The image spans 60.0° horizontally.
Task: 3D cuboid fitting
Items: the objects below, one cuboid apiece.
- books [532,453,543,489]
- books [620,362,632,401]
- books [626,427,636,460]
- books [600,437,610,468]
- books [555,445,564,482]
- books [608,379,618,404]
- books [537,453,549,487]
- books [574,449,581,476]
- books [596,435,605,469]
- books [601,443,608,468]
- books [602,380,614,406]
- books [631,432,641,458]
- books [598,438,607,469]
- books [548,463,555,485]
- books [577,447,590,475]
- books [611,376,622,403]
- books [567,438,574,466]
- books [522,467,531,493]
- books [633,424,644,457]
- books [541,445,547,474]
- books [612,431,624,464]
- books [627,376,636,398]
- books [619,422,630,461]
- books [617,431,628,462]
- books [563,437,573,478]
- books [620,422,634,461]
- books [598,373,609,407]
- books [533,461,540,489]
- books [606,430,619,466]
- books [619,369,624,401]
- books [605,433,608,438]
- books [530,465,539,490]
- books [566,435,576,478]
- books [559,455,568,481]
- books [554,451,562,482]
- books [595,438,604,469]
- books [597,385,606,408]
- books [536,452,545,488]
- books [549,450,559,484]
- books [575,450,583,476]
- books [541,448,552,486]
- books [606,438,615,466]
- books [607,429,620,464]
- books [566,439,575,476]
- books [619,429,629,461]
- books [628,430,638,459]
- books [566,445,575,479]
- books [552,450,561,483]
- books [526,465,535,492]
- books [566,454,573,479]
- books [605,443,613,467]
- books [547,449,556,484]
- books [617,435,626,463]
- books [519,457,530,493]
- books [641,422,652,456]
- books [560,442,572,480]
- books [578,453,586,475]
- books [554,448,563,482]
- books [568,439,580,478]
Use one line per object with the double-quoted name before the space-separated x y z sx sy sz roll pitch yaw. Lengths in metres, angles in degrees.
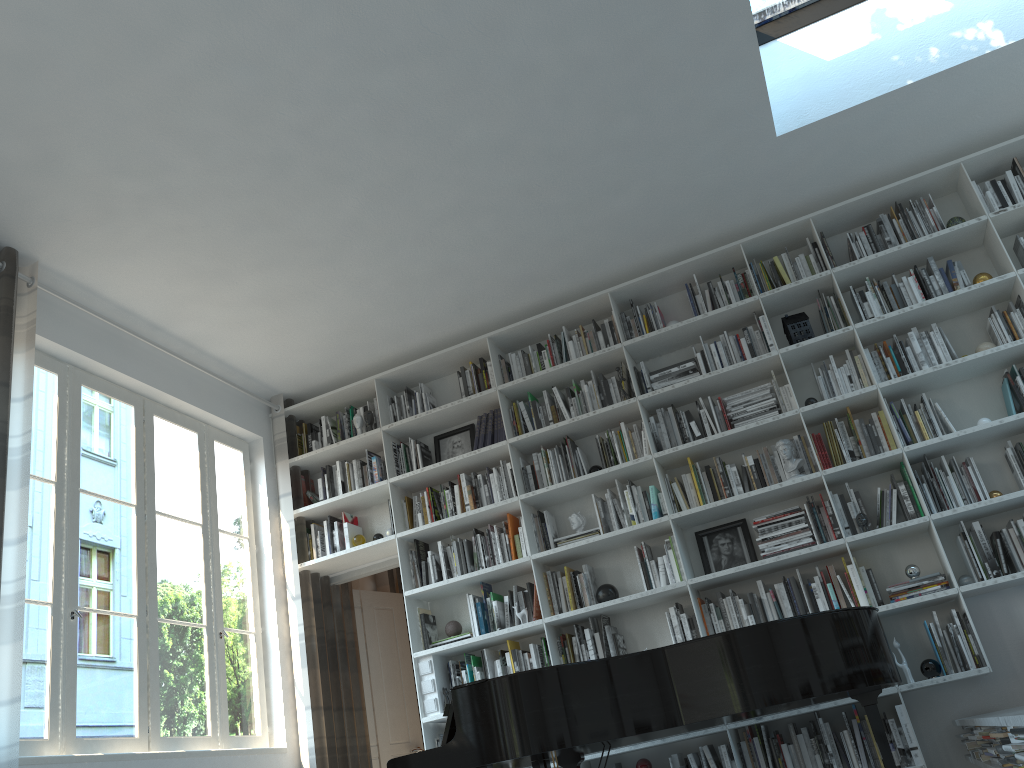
"books" 0.190 0.577 5.500 0.026 0.278 0.151 -19 -26 16
"books" 0.710 0.033 5.475 0.058 0.301 0.175 -19 -26 16
"books" 0.739 0.398 5.335 0.010 0.256 0.140 -19 -26 16
"books" 0.586 0.451 5.358 0.005 0.235 0.179 -19 -26 16
"books" 0.328 0.528 5.455 0.011 0.278 0.169 -19 -26 16
"books" 0.648 0.095 5.483 0.022 0.221 0.161 -19 -26 16
"books" 0.224 0.572 5.484 0.024 0.261 0.178 -19 -26 16
"books" 0.431 0.524 5.442 0.009 0.235 0.135 -19 -26 16
"books" 0.568 0.455 5.406 0.012 0.274 0.129 -19 -26 16
"books" 0.589 0.471 5.379 0.013 0.215 0.150 -19 -26 16
"books" 0.623 0.104 5.486 0.030 0.217 0.183 -19 -26 16
"books" 0.770 0.408 5.322 0.024 0.215 0.142 -19 -26 16
"books" 0.573 0.458 5.371 0.005 0.239 0.174 -19 -26 16
"books" 0.277 0.594 5.463 0.029 0.186 0.149 -19 -26 16
"books" 0.457 0.510 5.417 0.031 0.231 0.148 -19 -26 16
"books" 0.673 0.087 5.493 0.025 0.236 0.153 -19 -26 16
"books" 0.400 0.496 5.451 0.005 0.304 0.163 -19 -26 16
"books" 0.118 0.635 5.505 0.015 0.207 0.186 -19 -26 16
"books" 0.783 0.380 5.316 0.022 0.256 0.155 -19 -26 16
"books" 0.239 0.547 5.502 0.011 0.315 0.155 -19 -26 16
"books" 0.659 0.420 5.334 0.013 0.242 0.189 -19 -26 16
"books" 0.766 0.068 5.466 0.028 0.211 0.135 -19 -26 16
"books" 0.704 0.385 5.351 0.006 0.302 0.166 -19 -26 16
"books" 0.690 0.416 5.350 0.017 0.252 0.140 -19 -26 16
"books" 0.375 0.496 5.459 0.004 0.319 0.153 -19 -26 16
"books" 0.719 0.388 5.339 0.022 0.283 0.190 -19 -26 16
"books" 0.601 0.087 5.525 0.022 0.289 0.147 -19 -26 16
"books" 0.180 0.603 5.503 0.012 0.239 0.134 -19 -26 16
"books" 0.627 0.427 5.372 0.005 0.274 0.157 -19 -26 16
"books" 0.699 0.056 5.471 0.055 0.262 0.167 -19 -26 16
"books" 0.620 0.439 5.383 0.009 0.265 0.150 -19 -26 16
"books" 0.170 0.622 5.515 0.024 0.218 0.140 -19 -26 16
"books" 0.393 0.487 5.458 0.005 0.329 0.162 -19 -26 16
"books" 0.341 0.553 5.432 0.011 0.208 0.181 -19 -26 16
"books" 0.316 0.548 5.464 0.011 0.254 0.152 -19 -26 16
"books" 0.559 0.465 5.397 0.005 0.253 0.161 -19 -26 16
"books" 0.586 0.128 5.514 0.024 0.212 0.150 -19 -26 16
"books" 0.206 0.571 5.491 0.012 0.275 0.157 -19 -26 16
"books" 0.288 0.549 5.449 0.012 0.250 0.184 -19 -26 16
"books" 0.439 0.527 5.429 0.012 0.217 0.151 -19 -26 16
"books" 0.244 0.551 5.474 0.010 0.282 0.184 -19 -26 16
"books" 0.620 0.448 5.343 0.006 0.215 0.181 -19 -26 16
"books" 0.647 0.419 5.379 0.033 0.286 0.155 -19 -26 16
"books" 0.391 0.496 5.459 0.005 0.315 0.157 -19 -26 16
"books" 0.702 0.409 5.340 0.006 0.252 0.181 -19 -26 16
"books" 0.753 0.408 5.330 0.011 0.228 0.166 -19 -26 16
"books" 0.384 0.518 5.439 0.010 0.260 0.158 -19 -26 16
"books" 0.306 0.549 5.469 0.010 0.260 0.170 -19 -26 16
"books" 0.146 0.629 5.524 0.029 0.224 0.137 -19 -26 16
"books" 0.382 0.549 5.451 0.012 0.216 0.133 -19 -26 16
"books" 0.614 0.469 5.365 0.011 0.199 0.163 -19 -26 16
"books" 0.277 0.546 5.453 0.009 0.262 0.190 -19 -26 16
"books" 0.684 0.432 5.361 0.011 0.235 0.131 -19 -26 16
"books" 0.106 0.611 5.540 0.012 0.284 0.160 -19 -26 16
"books" 0.816 0.368 5.281 0.064 0.236 0.209 -19 -26 16
"books" 0.356 0.511 5.447 0.011 0.290 0.177 -19 -26 16
"books" 0.447 0.527 5.424 0.004 0.208 0.132 -19 -26 16
"books" 0.318 0.537 5.449 0.009 0.260 0.181 -19 -26 16
"books" 0.405 0.493 5.425 0.011 0.285 0.189 -19 -26 16
